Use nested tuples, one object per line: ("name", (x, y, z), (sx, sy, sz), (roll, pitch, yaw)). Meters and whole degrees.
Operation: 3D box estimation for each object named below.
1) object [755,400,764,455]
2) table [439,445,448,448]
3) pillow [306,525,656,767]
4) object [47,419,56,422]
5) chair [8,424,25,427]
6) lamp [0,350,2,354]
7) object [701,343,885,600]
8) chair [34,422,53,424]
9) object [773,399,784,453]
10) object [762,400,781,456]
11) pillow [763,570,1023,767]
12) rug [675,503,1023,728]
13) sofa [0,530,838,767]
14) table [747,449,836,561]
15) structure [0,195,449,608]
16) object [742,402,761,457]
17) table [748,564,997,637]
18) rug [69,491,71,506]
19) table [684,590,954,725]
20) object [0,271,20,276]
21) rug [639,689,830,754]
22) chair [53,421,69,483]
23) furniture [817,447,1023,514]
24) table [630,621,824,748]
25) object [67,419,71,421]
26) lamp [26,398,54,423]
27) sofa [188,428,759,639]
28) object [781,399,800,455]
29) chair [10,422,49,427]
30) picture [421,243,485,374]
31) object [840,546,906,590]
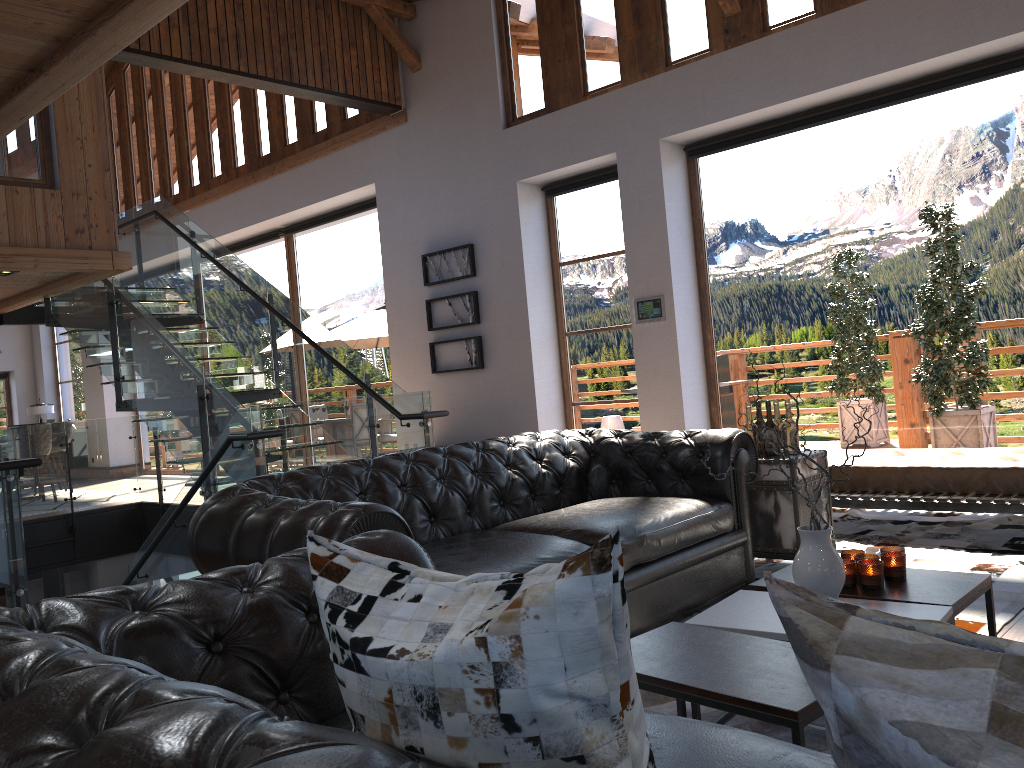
("object", (1.318, 0.230, 4.696), (0.087, 0.286, 0.087), (-5, 0, -7))
("table", (-0.720, 0.906, 9.220), (1.239, 0.470, 0.693), (-5, 0, 43))
("pillow", (-0.030, 0.384, 1.076), (0.287, 0.469, 0.522), (-5, 0, -44))
("object", (-8.757, 0.810, 16.857), (0.494, 0.287, 0.152), (-5, 0, 43))
("chair", (-8.084, 1.216, 14.394), (0.498, 1.092, 0.575), (-5, 0, 42))
("lamp", (-7.894, -2.631, 12.774), (0.622, 4.685, 0.621), (-5, 0, -2))
("object", (0.856, 0.266, 2.622), (0.411, 0.808, 0.612), (-5, 0, -36))
("chair", (-7.356, 1.154, 13.783), (0.499, 1.092, 0.574), (-5, 0, 27))
("object", (1.410, 0.222, 4.700), (0.089, 0.286, 0.086), (-5, 0, -34))
("object", (1.340, 0.229, 4.601), (0.087, 0.286, 0.088), (-5, 0, 21))
("pillow", (0.459, 0.343, 0.619), (0.287, 0.469, 0.522), (-5, 0, -44))
("rug", (1.504, 0.937, 4.736), (2.401, 0.053, 3.856), (-5, 0, 44))
("sofa", (0.173, 0.678, 0.978), (2.534, 0.838, 1.255), (-5, 0, 42))
("table", (1.398, 0.668, 4.626), (0.412, 0.609, 0.410), (-5, 0, 43))
("structure", (-2.697, 0.919, 10.877), (10.887, 6.399, 9.327), (-5, 0, 43))
("object", (1.244, 0.237, 4.622), (0.086, 0.286, 0.088), (-5, 0, 20))
("table", (1.181, 0.817, 2.912), (0.642, 0.350, 0.405), (-5, 0, 43))
("rug", (-7.596, 1.728, 12.825), (5.561, 0.047, 2.584), (-5, 0, 43))
("table", (0.898, 0.844, 2.571), (0.642, 0.350, 0.405), (-5, 0, 38))
("object", (-4.095, -0.922, 7.146), (0.258, 0.068, 0.157), (-5, 0, 43))
("rug", (0.145, 1.072, 1.680), (3.993, 0.053, 2.462), (-5, 0, 44))
("chair", (-6.810, 1.118, 13.184), (0.575, 1.092, 0.498), (-5, 0, -38))
("furniture", (2.523, 0.650, 5.562), (2.725, 0.437, 1.190), (-5, 0, 43))
("table", (0.559, 0.876, 2.258), (0.405, 0.350, 0.642), (-5, 0, -42))
("object", (-8.330, 0.789, 16.511), (0.498, 0.262, 0.181), (-5, 0, 11))
("lamp", (-9.147, 0.624, 17.218), (0.475, 0.725, 0.464), (-5, 0, -38))
("sofa", (-0.038, 0.684, 3.842), (1.224, 0.838, 2.598), (-5, 0, 42))
("object", (1.436, 0.220, 4.587), (0.089, 0.286, 0.086), (-5, 0, -37))
("chair", (-6.380, 1.077, 11.768), (0.561, 1.092, 0.510), (-5, 0, 42))
("picture", (-0.642, -0.789, 9.511), (0.764, 1.312, 0.060), (-5, 0, 43))
("object", (1.175, 0.602, 2.901), (0.303, 0.081, 0.245), (-5, 0, -9))
